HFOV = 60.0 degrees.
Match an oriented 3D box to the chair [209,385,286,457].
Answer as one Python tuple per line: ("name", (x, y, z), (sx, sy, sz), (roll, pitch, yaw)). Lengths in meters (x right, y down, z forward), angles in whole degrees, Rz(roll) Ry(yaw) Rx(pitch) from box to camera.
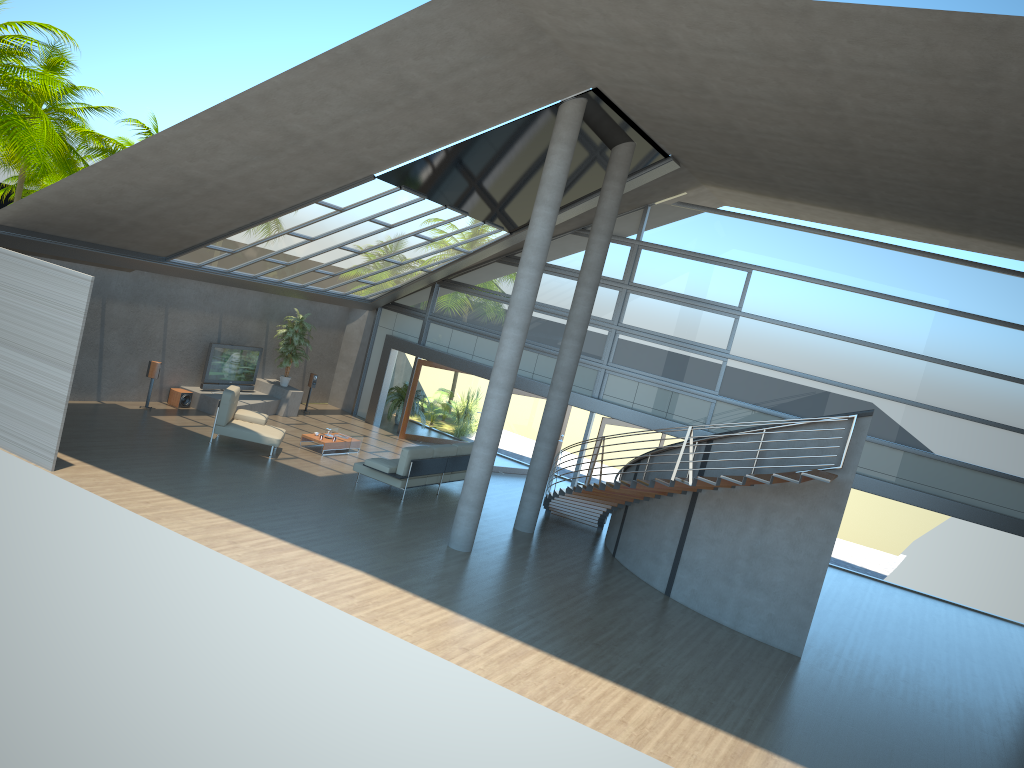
("chair", (-4.851, 0.672, 16.604), (1.244, 1.023, 1.217), (14, 5, -9))

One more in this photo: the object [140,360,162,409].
("object", (-7.146, 0.023, 17.529), (0.234, 0.959, 0.171), (14, 5, -9))

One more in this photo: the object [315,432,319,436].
("object", (-3.942, 1.001, 17.926), (0.102, 0.086, 0.100), (17, 6, 29))

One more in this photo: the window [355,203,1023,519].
("window", (3.792, -0.240, 18.944), (16.616, 6.630, 1.098), (17, 6, 23))

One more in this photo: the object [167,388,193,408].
("object", (-6.991, 0.287, 18.617), (0.425, 0.323, 0.362), (17, 6, 25))

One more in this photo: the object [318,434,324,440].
("object", (-3.798, 1.055, 17.659), (0.085, 0.101, 0.070), (17, 6, 24))

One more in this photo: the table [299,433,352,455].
("table", (-3.706, 1.216, 18.132), (0.600, 0.250, 1.200), (17, 6, 25))

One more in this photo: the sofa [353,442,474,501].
("sofa", (-1.751, 1.493, 16.874), (1.166, 0.947, 3.079), (17, 6, 25))

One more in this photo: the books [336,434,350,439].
("books", (-3.527, 1.094, 18.468), (0.275, 0.005, 0.189), (15, 5, 8))

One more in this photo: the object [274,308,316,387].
("object", (-5.132, -0.850, 20.705), (0.932, 1.857, 0.895), (13, 5, -16))

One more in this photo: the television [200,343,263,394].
("television", (-6.185, -0.338, 19.610), (0.396, 1.063, 1.568), (17, 6, 25))

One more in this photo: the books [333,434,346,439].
("books", (-3.565, 1.092, 18.430), (0.275, 0.005, 0.189), (15, 5, 6))

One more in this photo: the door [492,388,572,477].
("door", (0.380, 1.141, 20.564), (2.298, 1.977, 0.200), (10, 7, -41))

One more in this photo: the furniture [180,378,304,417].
("furniture", (-5.770, 0.343, 19.901), (1.577, 0.610, 2.936), (17, 6, 25))

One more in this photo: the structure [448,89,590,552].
("structure", (0.081, -0.927, 13.299), (0.381, 7.125, 0.382), (17, 6, 25))

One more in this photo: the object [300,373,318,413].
("object", (-7.402, -0.267, 20.075), (7.863, 0.982, 21.345), (17, 6, 28))

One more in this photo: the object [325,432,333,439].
("object", (-3.700, 1.020, 17.960), (0.178, 0.161, 0.178), (12, 6, -23))

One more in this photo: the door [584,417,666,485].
("door", (2.481, 1.782, 19.469), (2.298, 1.977, 0.200), (9, 7, -44))

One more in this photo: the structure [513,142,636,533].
("structure", (1.091, -0.863, 15.393), (0.381, 7.125, 0.382), (12, 6, -21))

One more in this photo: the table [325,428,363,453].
("table", (-3.519, 1.174, 18.487), (0.680, 0.342, 0.400), (17, 6, 25))

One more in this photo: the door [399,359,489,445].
("door", (-1.556, 0.525, 21.850), (2.298, 1.977, 0.200), (11, 6, -36))

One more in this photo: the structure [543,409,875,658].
("structure", (2.403, 1.384, 14.287), (2.349, 3.653, 6.809), (12, 6, -26))

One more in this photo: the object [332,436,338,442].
("object", (-3.560, 1.101, 17.818), (0.085, 0.101, 0.070), (11, 6, -37))
